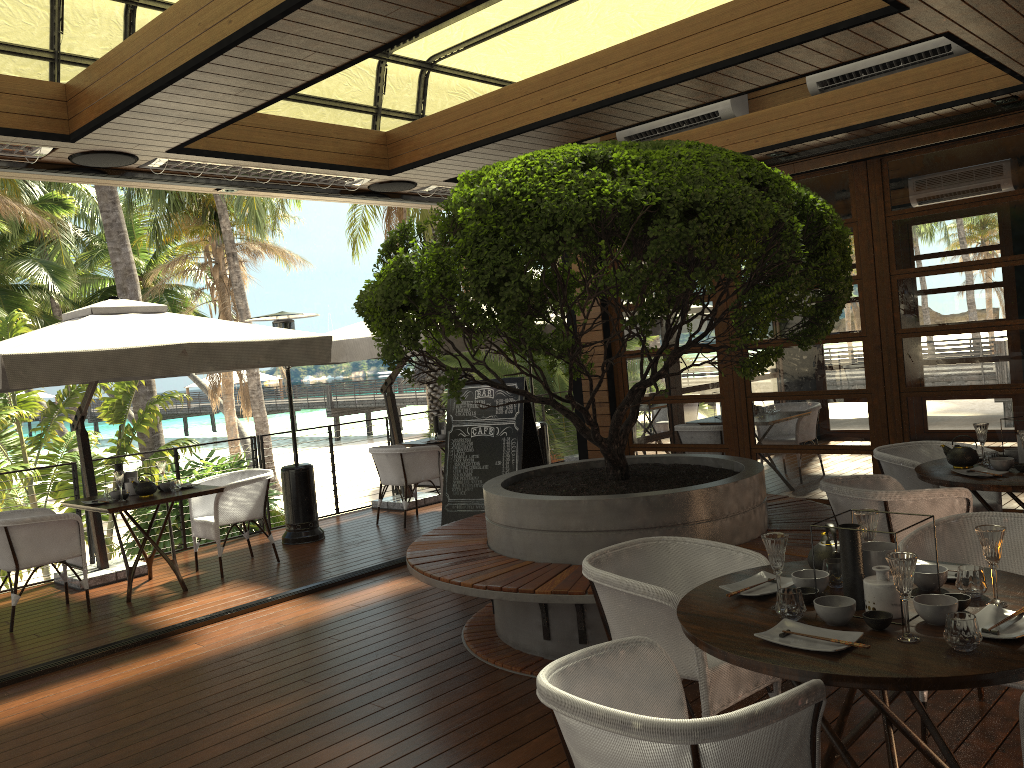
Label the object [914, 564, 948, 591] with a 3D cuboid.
[{"bbox_3d":[1.318,0.617,2.806,0.116,0.065,0.116,-6,2,-21],"label":"object"}]

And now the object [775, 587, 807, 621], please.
[{"bbox_3d":[0.825,0.656,2.630,0.086,0.086,0.086,-5,2,7],"label":"object"}]

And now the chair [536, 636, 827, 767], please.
[{"bbox_3d":[0.433,1.105,2.261,0.617,0.788,0.627,-6,2,-40],"label":"chair"}]

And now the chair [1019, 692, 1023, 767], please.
[{"bbox_3d":[1.617,1.006,2.074,0.628,0.788,0.616,-6,2,-40],"label":"chair"}]

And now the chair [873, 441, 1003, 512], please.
[{"bbox_3d":[2.664,0.786,5.571,0.628,0.788,0.617,-5,1,-15],"label":"chair"}]

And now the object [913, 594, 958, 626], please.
[{"bbox_3d":[1.193,0.639,2.494,0.116,0.065,0.116,-6,2,-33],"label":"object"}]

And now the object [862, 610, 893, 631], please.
[{"bbox_3d":[1.025,0.666,2.481,0.080,0.042,0.080,-5,2,9],"label":"object"}]

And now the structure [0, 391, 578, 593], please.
[{"bbox_3d":[-6.765,1.638,4.653,0.163,1.153,26.295,-4,2,44],"label":"structure"}]

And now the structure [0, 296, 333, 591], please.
[{"bbox_3d":[-3.042,0.470,7.025,2.412,2.332,2.416,-4,2,44],"label":"structure"}]

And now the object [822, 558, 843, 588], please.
[{"bbox_3d":[1.065,0.624,2.917,0.086,0.086,0.086,-5,2,12],"label":"object"}]

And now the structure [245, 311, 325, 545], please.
[{"bbox_3d":[-2.088,0.398,8.452,0.699,2.191,0.700,-4,1,31],"label":"structure"}]

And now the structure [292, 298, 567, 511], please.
[{"bbox_3d":[-0.723,0.175,9.467,2.412,2.332,2.416,-4,2,44],"label":"structure"}]

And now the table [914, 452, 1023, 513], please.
[{"bbox_3d":[2.839,0.818,4.781,1.165,0.749,1.167,-5,2,12],"label":"table"}]

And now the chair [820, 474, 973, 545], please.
[{"bbox_3d":[1.986,0.882,4.609,0.617,0.788,0.627,-5,1,-15],"label":"chair"}]

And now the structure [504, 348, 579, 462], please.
[{"bbox_3d":[1.596,-0.120,11.909,2.412,2.332,2.416,-4,2,44],"label":"structure"}]

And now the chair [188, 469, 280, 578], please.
[{"bbox_3d":[-2.342,1.161,7.546,0.627,0.788,0.617,-4,2,45],"label":"chair"}]

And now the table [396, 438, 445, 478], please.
[{"bbox_3d":[-0.558,0.951,9.467,0.931,0.749,0.932,-4,2,44],"label":"table"}]

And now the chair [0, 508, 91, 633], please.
[{"bbox_3d":[-3.467,1.303,6.398,0.627,0.788,0.617,-4,2,45],"label":"chair"}]

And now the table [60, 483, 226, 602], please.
[{"bbox_3d":[-2.883,1.247,7.018,0.931,0.749,0.932,-4,2,44],"label":"table"}]

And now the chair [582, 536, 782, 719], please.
[{"bbox_3d":[0.642,1.044,3.422,0.628,0.788,0.616,-6,2,-40],"label":"chair"}]

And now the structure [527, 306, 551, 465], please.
[{"bbox_3d":[0.246,0.101,10.910,0.699,2.191,0.700,-4,1,31],"label":"structure"}]

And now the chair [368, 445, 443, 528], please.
[{"bbox_3d":[-1.071,0.998,8.921,0.627,0.788,0.617,-4,2,45],"label":"chair"}]

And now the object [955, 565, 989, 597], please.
[{"bbox_3d":[1.399,0.602,2.700,0.086,0.086,0.086,-5,2,7],"label":"object"}]

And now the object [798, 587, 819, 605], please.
[{"bbox_3d":[0.919,0.665,2.768,0.080,0.042,0.080,-4,2,21],"label":"object"}]

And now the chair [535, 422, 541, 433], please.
[{"bbox_3d":[0.014,0.861,10.027,0.627,0.788,0.617,-4,2,45],"label":"chair"}]

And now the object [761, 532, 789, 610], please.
[{"bbox_3d":[0.820,0.579,2.734,0.082,0.227,0.082,-6,1,-37],"label":"object"}]

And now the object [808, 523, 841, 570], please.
[{"bbox_3d":[1.101,0.569,3.062,0.163,0.179,0.168,-6,2,-36],"label":"object"}]

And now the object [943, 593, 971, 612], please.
[{"bbox_3d":[1.291,0.639,2.576,0.080,0.042,0.080,-4,2,21],"label":"object"}]

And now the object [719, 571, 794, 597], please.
[{"bbox_3d":[0.814,0.676,2.949,0.295,0.025,0.170,-7,3,-37],"label":"object"}]

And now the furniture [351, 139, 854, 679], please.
[{"bbox_3d":[0.583,0.041,5.079,2.568,2.721,2.721,-5,2,9],"label":"furniture"}]

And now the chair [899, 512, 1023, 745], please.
[{"bbox_3d":[1.882,0.936,3.352,0.617,0.788,0.627,-6,2,-40],"label":"chair"}]

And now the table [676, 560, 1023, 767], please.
[{"bbox_3d":[1.125,1.046,2.704,1.165,0.749,1.167,-5,2,12],"label":"table"}]

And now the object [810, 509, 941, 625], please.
[{"bbox_3d":[1.097,0.542,2.676,0.264,0.264,0.263,-6,2,-42],"label":"object"}]

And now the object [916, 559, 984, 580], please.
[{"bbox_3d":[1.398,0.624,2.972,0.170,0.025,0.294,-7,3,-42],"label":"object"}]

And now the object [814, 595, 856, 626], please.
[{"bbox_3d":[0.935,0.659,2.562,0.116,0.065,0.116,-6,2,-21],"label":"object"}]
